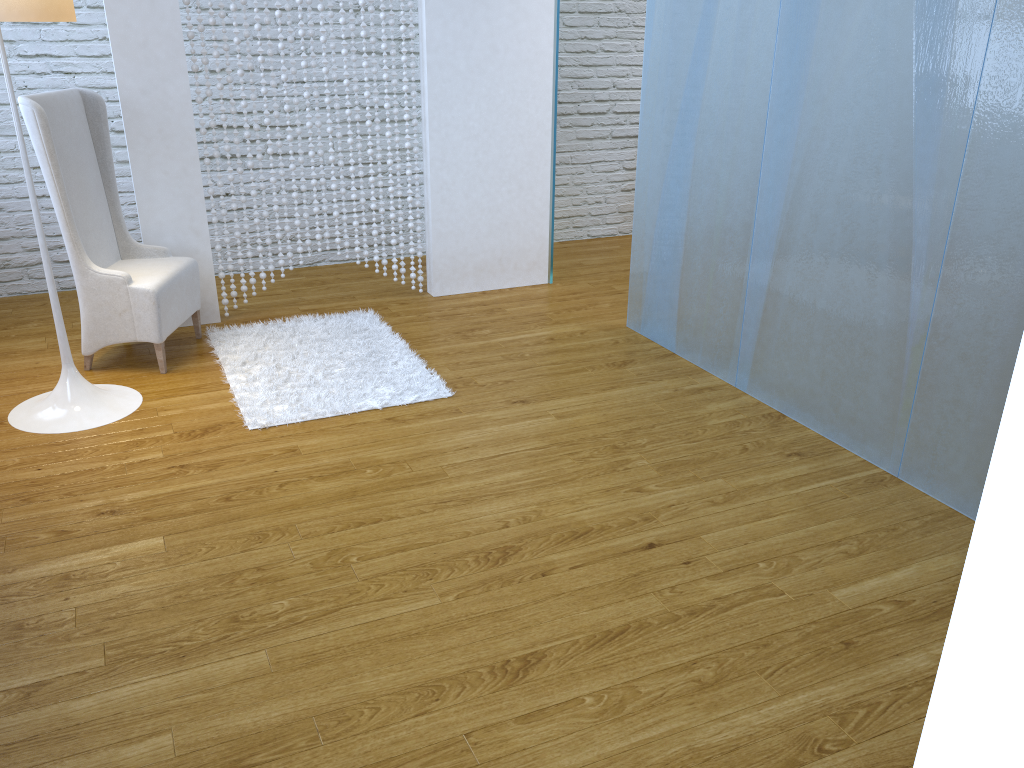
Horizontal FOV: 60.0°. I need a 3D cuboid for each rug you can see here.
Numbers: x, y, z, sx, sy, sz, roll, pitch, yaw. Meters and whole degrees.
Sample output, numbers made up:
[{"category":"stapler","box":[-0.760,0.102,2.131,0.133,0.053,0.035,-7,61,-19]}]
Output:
[{"category":"rug","box":[-0.733,-0.105,3.368,0.754,0.048,1.085,-10,24,-23]}]

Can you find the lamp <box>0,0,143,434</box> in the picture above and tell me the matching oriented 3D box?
[{"category":"lamp","box":[-1.454,-0.592,2.678,0.413,1.467,0.408,-2,24,-5]}]

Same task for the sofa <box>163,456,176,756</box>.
[{"category":"sofa","box":[2.804,-0.463,3.491,9.704,0.687,5.285,-9,24,-23]}]

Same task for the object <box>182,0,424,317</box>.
[{"category":"object","box":[-0.828,-1.297,3.618,0.921,2.039,0.050,-10,26,-22]}]

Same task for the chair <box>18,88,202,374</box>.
[{"category":"chair","box":[-1.429,-0.561,3.251,0.378,0.972,0.466,1,23,0]}]
